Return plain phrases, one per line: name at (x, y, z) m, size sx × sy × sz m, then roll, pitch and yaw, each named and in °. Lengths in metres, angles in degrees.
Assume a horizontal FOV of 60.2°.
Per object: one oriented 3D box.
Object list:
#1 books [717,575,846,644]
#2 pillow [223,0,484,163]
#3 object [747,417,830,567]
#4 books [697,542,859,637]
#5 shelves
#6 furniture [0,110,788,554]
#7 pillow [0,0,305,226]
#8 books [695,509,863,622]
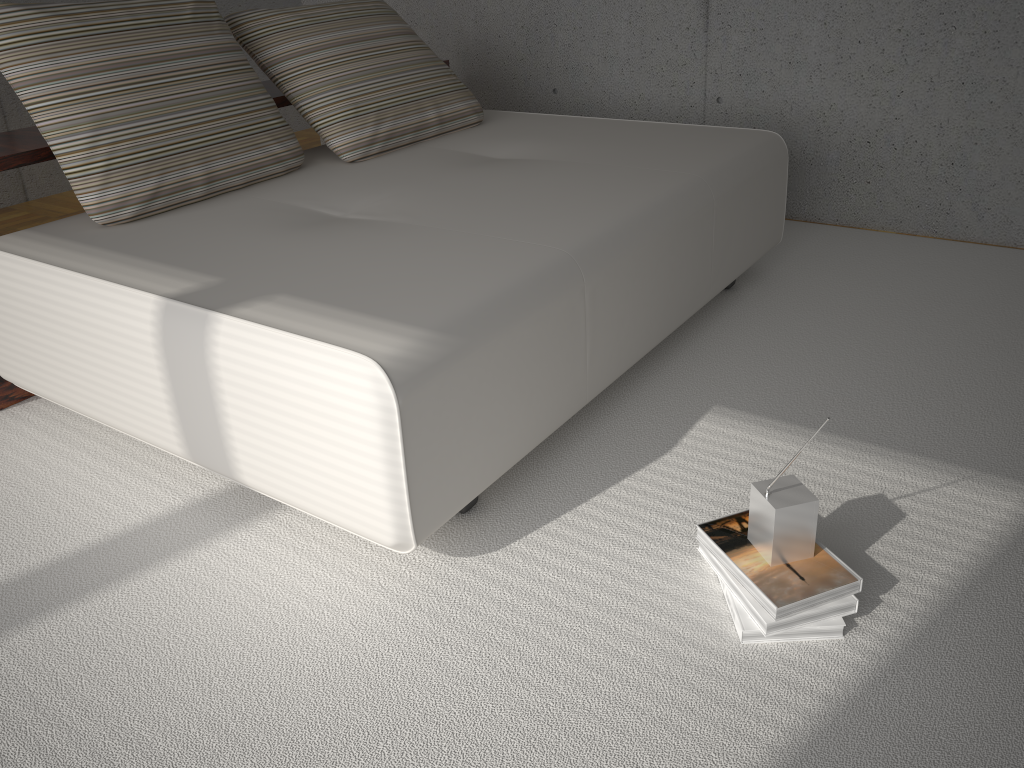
books at (0.508, 0.393, 1.724) m, size 0.189 × 0.031 × 0.273 m, roll -3°, pitch 27°, yaw 0°
pillow at (-0.563, -1.184, 3.367) m, size 0.583 × 0.502 × 0.824 m, roll 14°, pitch 31°, yaw 33°
object at (0.519, 0.175, 1.591) m, size 0.090 × 0.356 × 0.190 m, roll -9°, pitch 25°, yaw -12°
books at (0.506, 0.365, 1.712) m, size 0.189 × 0.031 × 0.272 m, roll -10°, pitch 27°, yaw -13°
shelves at (-1.069, -0.734, 3.406) m, size 0.403 × 0.695 × 2.300 m, roll 13°, pitch 31°, yaw 32°
furniture at (-0.256, -0.417, 2.895) m, size 1.626 × 0.507 × 2.216 m, roll 15°, pitch 32°, yaw 32°
pillow at (-1.094, -0.892, 2.739) m, size 0.494 × 0.592 × 0.818 m, roll 13°, pitch 30°, yaw 32°
books at (0.507, 0.333, 1.706) m, size 0.190 × 0.031 × 0.271 m, roll -12°, pitch 28°, yaw -17°
